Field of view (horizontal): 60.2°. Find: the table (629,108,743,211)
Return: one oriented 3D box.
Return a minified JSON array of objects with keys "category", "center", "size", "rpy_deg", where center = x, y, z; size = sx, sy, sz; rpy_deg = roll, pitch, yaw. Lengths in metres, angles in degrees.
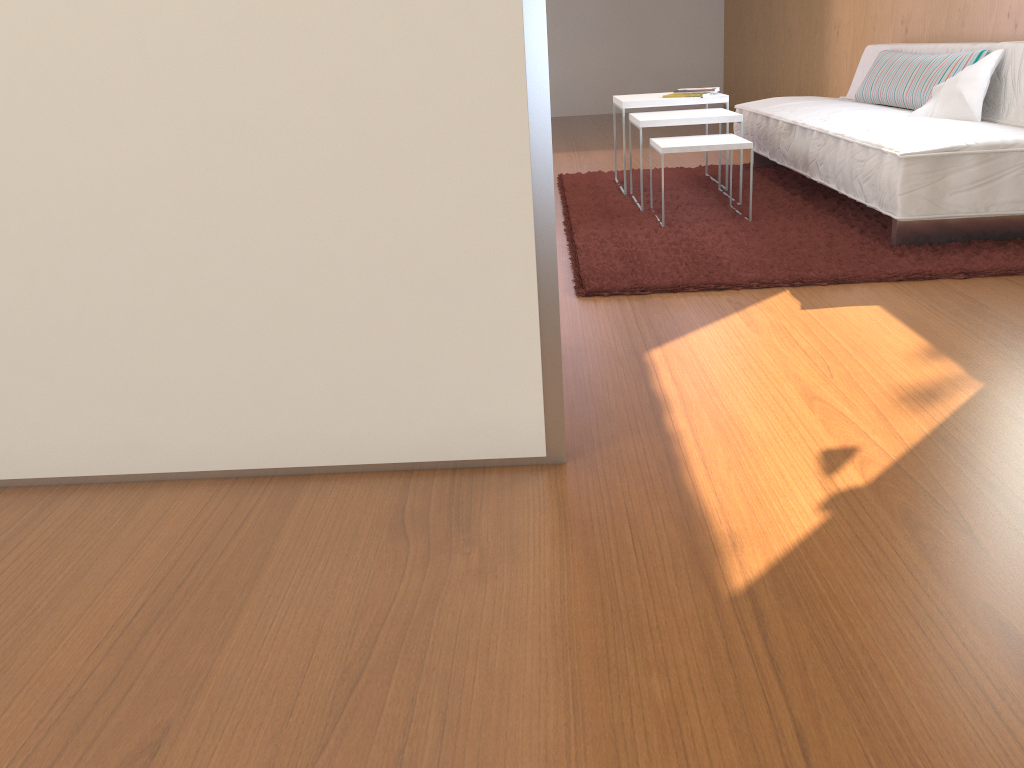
[{"category":"table","center":[0.757,-1.003,3.921],"size":[0.424,0.375,0.469],"rpy_deg":[-3,19,3]}]

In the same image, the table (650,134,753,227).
[{"category":"table","center":[0.749,-0.822,3.548],"size":[0.341,0.302,0.378],"rpy_deg":[-3,19,3]}]

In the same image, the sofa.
[{"category":"sofa","center":[1.617,-1.107,3.763],"size":[0.862,0.615,2.410],"rpy_deg":[-3,20,3]}]

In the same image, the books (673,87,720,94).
[{"category":"books","center":[0.878,-1.394,4.201],"size":[0.193,0.015,0.156],"rpy_deg":[5,22,21]}]

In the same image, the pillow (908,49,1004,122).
[{"category":"pillow","center":[1.701,-1.140,3.382],"size":[0.269,0.246,0.350],"rpy_deg":[-16,23,-31]}]

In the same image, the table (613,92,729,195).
[{"category":"table","center":[0.768,-1.196,4.355],"size":[0.485,0.428,0.537],"rpy_deg":[-3,19,3]}]

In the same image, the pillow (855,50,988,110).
[{"category":"pillow","center":[1.795,-1.369,3.976],"size":[0.171,0.246,1.066],"rpy_deg":[-3,20,3]}]

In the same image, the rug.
[{"category":"rug","center":[1.179,-0.755,3.767],"size":[1.884,0.020,2.539],"rpy_deg":[-3,21,2]}]

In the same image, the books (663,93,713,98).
[{"category":"books","center":[0.825,-1.351,4.142],"size":[0.194,0.015,0.155],"rpy_deg":[9,24,30]}]
